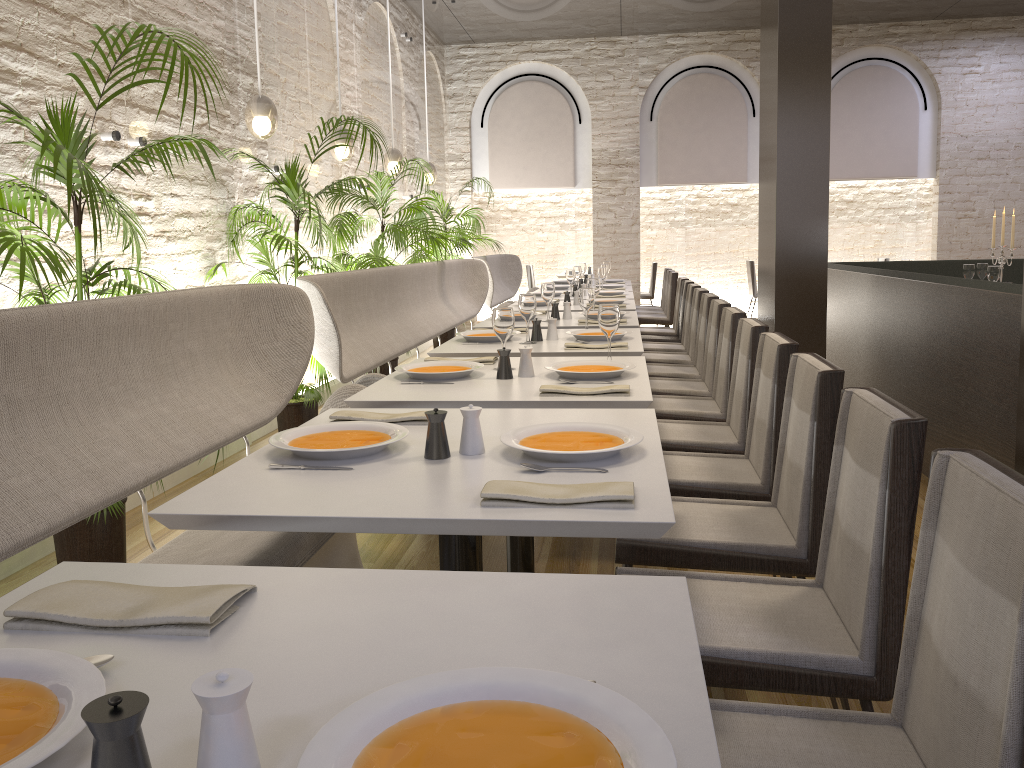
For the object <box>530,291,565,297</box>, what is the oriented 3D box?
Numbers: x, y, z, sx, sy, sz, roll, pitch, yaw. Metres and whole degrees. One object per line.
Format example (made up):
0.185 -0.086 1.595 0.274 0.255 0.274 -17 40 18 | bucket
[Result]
0.311 -0.782 7.724 0.322 0.036 0.323 7 13 44 | object

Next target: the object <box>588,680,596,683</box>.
-0.004 0.316 0.935 0.185 0.010 0.017 0 9 7 | object

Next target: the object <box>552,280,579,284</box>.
0.589 -1.141 9.934 0.322 0.036 0.323 7 13 44 | object

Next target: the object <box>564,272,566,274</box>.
0.878 -1.599 12.771 0.322 0.036 0.322 7 12 42 | object

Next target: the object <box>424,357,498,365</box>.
-0.199 -0.093 3.512 0.273 0.033 0.143 0 9 7 | object

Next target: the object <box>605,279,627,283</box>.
1.122 -1.142 9.865 0.322 0.036 0.323 7 13 44 | object

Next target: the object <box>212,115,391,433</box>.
-1.262 -0.548 5.206 1.147 1.965 1.192 4 9 38 | object

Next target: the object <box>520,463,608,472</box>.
0.106 0.172 1.812 0.181 0.015 0.038 0 9 9 | object

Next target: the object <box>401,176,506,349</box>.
-0.695 -1.262 9.612 1.145 1.965 1.194 -3 8 -12 | object

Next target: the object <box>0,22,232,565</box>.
-1.523 -0.211 3.125 1.147 1.965 1.192 4 9 38 | object

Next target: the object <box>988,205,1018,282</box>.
3.551 -0.963 6.417 0.131 0.653 0.392 1 8 18 | object

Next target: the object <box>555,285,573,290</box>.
0.448 -0.958 8.811 0.322 0.036 0.323 7 13 44 | object

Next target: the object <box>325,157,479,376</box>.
-1.015 -0.869 7.187 1.148 1.965 1.191 -8 10 -42 | object

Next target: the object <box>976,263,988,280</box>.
3.642 -0.821 6.865 0.086 0.230 0.086 -4 8 -22 | object

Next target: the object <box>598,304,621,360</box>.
0.368 -0.186 3.347 0.086 0.230 0.087 -7 9 -40 | object

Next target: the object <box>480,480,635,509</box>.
0.088 0.199 1.638 0.273 0.033 0.143 0 9 7 | object

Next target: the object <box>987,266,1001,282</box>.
3.397 -0.718 6.254 0.086 0.230 0.087 5 10 43 | object

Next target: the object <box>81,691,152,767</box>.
-0.321 0.307 0.726 0.059 0.109 0.060 -1 7 -1 | object

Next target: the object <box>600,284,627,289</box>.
0.981 -0.959 8.741 0.322 0.036 0.323 7 13 44 | object

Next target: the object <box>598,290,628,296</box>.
0.844 -0.783 7.654 0.322 0.036 0.323 7 13 44 | object

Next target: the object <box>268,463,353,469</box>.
-0.426 0.175 1.881 0.185 0.010 0.017 0 9 7 | object

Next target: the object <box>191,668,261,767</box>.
-0.246 0.300 0.762 0.059 0.109 0.060 -1 7 -1 | object

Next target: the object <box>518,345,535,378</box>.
0.049 -0.081 3.111 0.059 0.109 0.060 1 8 16 | object

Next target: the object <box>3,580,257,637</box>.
-0.494 0.288 1.163 0.273 0.033 0.143 0 9 7 | object

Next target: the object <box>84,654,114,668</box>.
-0.536 0.315 1.004 0.181 0.015 0.038 0 9 9 | object

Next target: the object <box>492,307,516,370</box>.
-0.031 -0.169 3.293 0.086 0.230 0.087 -7 9 -40 | object

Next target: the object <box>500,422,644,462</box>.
0.133 0.135 1.991 0.322 0.036 0.323 -4 9 -14 | object

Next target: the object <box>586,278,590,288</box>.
0.757 -0.994 8.744 0.059 0.109 0.059 5 10 42 | object

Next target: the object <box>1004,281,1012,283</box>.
3.533 -0.674 6.320 0.069 0.126 0.069 -8 10 -40 | object

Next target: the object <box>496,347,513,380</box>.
-0.026 -0.074 3.075 0.059 0.109 0.060 1 8 16 | object

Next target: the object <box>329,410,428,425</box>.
-0.339 0.088 2.396 0.273 0.033 0.143 0 9 7 | object

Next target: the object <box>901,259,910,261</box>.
3.723 -1.066 8.393 0.086 0.230 0.086 4 9 37 | object

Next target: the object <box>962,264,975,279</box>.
3.453 -0.790 6.701 0.086 0.230 0.087 5 10 43 | object

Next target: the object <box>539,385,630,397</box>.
0.228 0.018 2.754 0.273 0.033 0.143 0 9 7 | object

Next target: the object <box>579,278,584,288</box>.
0.681 -0.987 8.708 0.059 0.109 0.059 5 10 42 | object

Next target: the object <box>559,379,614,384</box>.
0.246 -0.009 2.928 0.181 0.015 0.038 0 9 9 | object

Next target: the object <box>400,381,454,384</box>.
-0.286 -0.006 2.997 0.185 0.010 0.017 0 9 7 | object

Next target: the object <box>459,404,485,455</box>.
-0.091 0.100 1.995 0.059 0.109 0.060 -1 7 -1 | object

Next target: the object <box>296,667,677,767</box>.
-0.021 0.335 0.758 0.322 0.036 0.323 -4 9 -14 | object

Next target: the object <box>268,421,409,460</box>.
-0.399 0.136 2.060 0.322 0.036 0.323 -4 9 -14 | object

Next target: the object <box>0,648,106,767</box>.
-0.554 0.336 0.828 0.322 0.036 0.323 -4 9 -14 | object

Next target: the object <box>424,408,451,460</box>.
-0.167 0.107 1.958 0.059 0.109 0.060 -1 7 -1 | object
